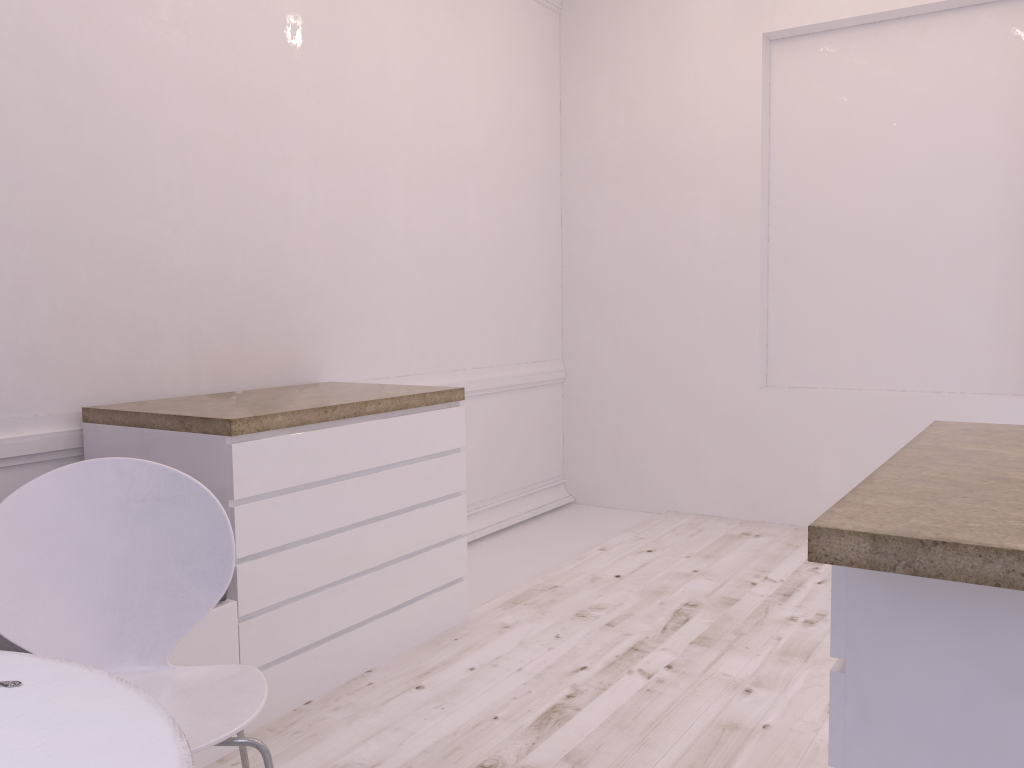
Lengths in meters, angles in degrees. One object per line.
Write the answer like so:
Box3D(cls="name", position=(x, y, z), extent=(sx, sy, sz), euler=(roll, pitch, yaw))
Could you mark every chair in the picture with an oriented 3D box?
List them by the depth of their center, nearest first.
Box3D(cls="chair", position=(-0.670, 0.576, 1.491), extent=(0.604, 0.845, 0.483), euler=(-3, 5, -23))

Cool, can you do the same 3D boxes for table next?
Box3D(cls="table", position=(-0.862, 0.746, 0.760), extent=(1.140, 0.629, 1.140), euler=(-3, 5, -29))

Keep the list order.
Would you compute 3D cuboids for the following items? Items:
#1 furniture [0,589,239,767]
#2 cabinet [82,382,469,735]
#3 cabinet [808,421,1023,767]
Box3D(cls="furniture", position=(-1.860, 0.795, 1.054), extent=(0.769, 0.508, 3.296), euler=(2, 6, 32))
Box3D(cls="cabinet", position=(-0.716, 0.460, 2.921), extent=(0.654, 0.842, 1.036), euler=(2, 6, 32))
Box3D(cls="cabinet", position=(0.956, 0.560, 1.440), extent=(0.654, 0.842, 1.167), euler=(2, 6, 32))
